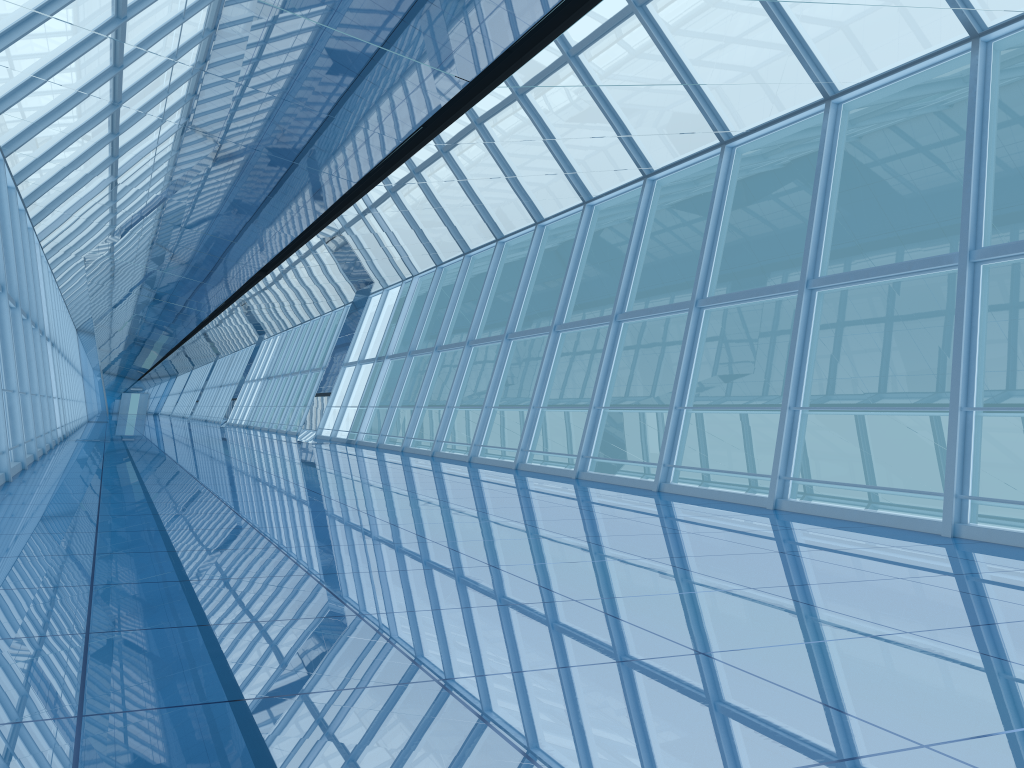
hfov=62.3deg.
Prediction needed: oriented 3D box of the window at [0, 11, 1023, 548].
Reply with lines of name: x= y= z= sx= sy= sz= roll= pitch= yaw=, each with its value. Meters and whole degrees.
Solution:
window: x=-19.060 y=-0.301 z=46.455 sx=9.796 sy=4.975 sz=106.235 roll=4 pitch=-3 yaw=-25
